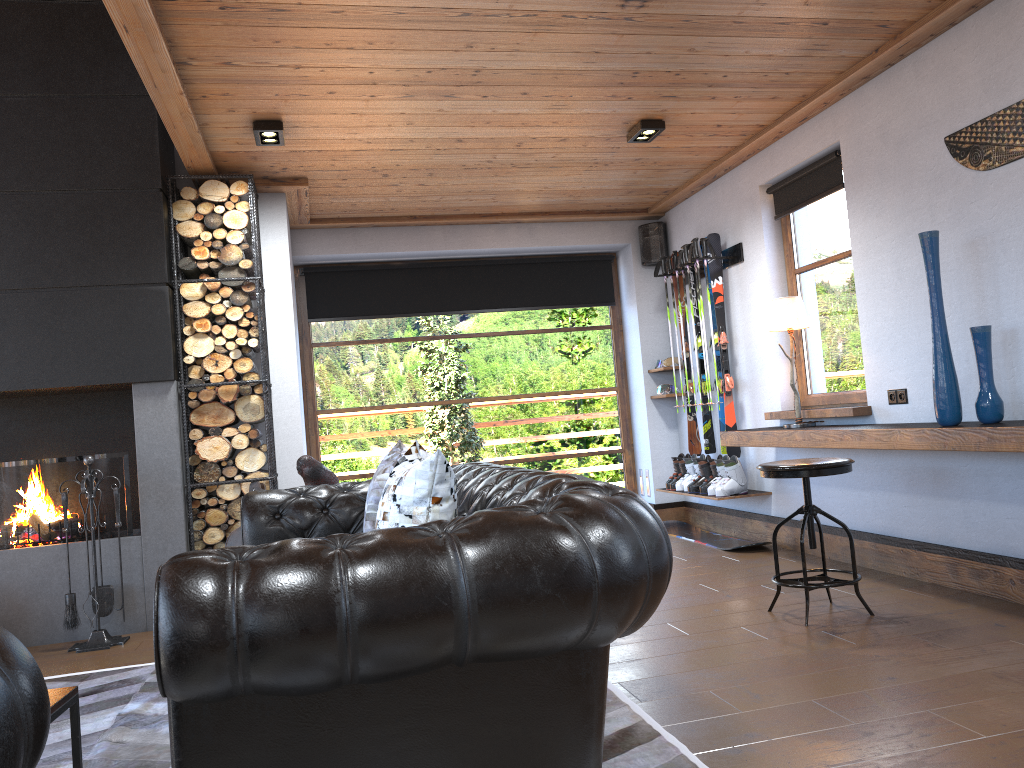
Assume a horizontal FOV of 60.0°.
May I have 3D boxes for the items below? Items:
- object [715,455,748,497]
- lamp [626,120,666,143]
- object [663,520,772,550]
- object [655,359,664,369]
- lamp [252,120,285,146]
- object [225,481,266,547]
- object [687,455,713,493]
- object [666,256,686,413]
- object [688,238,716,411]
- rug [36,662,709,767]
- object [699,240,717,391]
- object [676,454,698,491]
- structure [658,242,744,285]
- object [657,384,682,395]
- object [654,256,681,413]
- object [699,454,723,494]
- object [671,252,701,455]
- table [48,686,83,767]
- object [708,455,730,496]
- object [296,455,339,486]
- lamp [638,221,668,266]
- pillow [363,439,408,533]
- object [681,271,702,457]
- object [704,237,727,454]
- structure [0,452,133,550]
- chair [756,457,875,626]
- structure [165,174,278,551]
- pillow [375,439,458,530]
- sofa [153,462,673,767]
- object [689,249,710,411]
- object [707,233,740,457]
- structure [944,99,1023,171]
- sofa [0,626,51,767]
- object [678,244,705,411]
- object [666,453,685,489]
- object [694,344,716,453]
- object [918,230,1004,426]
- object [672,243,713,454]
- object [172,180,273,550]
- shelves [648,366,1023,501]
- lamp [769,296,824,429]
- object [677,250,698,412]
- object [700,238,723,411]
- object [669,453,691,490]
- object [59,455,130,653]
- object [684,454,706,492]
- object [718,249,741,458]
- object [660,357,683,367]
[{"bbox_3d":[1.508,0.633,6.139,0.253,0.271,0.115,-4,-3,-18],"label":"object"},{"bbox_3d":[0.800,-1.520,5.312,0.156,0.068,0.259,-4,-3,-13],"label":"lamp"},{"bbox_3d":[1.469,1.127,6.629,0.309,0.065,1.614,-4,-2,-13],"label":"object"},{"bbox_3d":[1.294,-0.171,7.530,0.161,0.084,0.188,-4,-3,-14],"label":"object"},{"bbox_3d":[-1.313,-1.361,4.790,0.156,0.068,0.259,-4,-3,-13],"label":"lamp"},{"bbox_3d":[-1.511,0.960,5.124,0.270,0.795,0.260,-3,-3,-30],"label":"object"},{"bbox_3d":[1.414,0.659,6.555,0.251,0.271,0.117,-5,-3,7],"label":"object"},{"bbox_3d":[1.289,-0.392,7.032,0.059,1.250,0.119,-3,-4,-31],"label":"object"},{"bbox_3d":[1.352,-0.425,6.368,0.119,1.250,0.060,-8,-4,44],"label":"object"},{"bbox_3d":[-0.688,1.136,2.390,2.445,0.053,4.020,-4,-2,-12],"label":"rug"},{"bbox_3d":[1.521,-0.289,6.632,0.112,1.623,0.072,-4,-3,-14],"label":"object"},{"bbox_3d":[1.365,0.674,6.798,0.252,0.271,0.116,-4,-3,-8],"label":"object"},{"bbox_3d":[1.385,-0.891,6.722,0.321,0.135,1.044,-4,-3,-13],"label":"structure"},{"bbox_3d":[1.329,0.043,7.440,0.186,0.084,0.354,-6,-3,23],"label":"object"},{"bbox_3d":[1.225,-0.388,6.980,0.122,1.250,0.058,-3,-4,-31],"label":"object"},{"bbox_3d":[1.473,0.649,6.432,0.251,0.271,0.116,-5,-3,2],"label":"object"},{"bbox_3d":[1.381,-0.246,6.968,0.116,1.607,0.094,-4,-3,-13],"label":"object"},{"bbox_3d":[-1.372,1.028,2.152,0.401,0.350,0.647,-5,-3,-8],"label":"table"},{"bbox_3d":[1.482,0.641,6.262,0.253,0.271,0.115,-4,-3,-18],"label":"object"},{"bbox_3d":[-0.971,0.513,4.493,0.148,0.319,0.250,-6,-3,28],"label":"object"},{"bbox_3d":[1.210,-1.191,7.563,0.215,0.349,0.212,-4,-3,-13],"label":"lamp"},{"bbox_3d":[-0.458,0.458,3.538,0.284,0.469,0.526,-4,-3,-10],"label":"pillow"},{"bbox_3d":[1.373,-0.227,7.064,0.116,1.607,0.094,-4,-3,-13],"label":"object"},{"bbox_3d":[1.526,-0.293,6.557,0.112,1.623,0.072,-4,-3,-14],"label":"object"},{"bbox_3d":[-2.714,0.689,5.040,0.988,0.515,0.182,-4,-3,-14],"label":"structure"},{"bbox_3d":[1.387,0.712,4.096,0.443,0.717,0.439,-4,-3,-9],"label":"chair"},{"bbox_3d":[-1.744,0.071,5.452,0.505,2.618,0.508,-4,-3,-13],"label":"structure"},{"bbox_3d":[-0.315,0.418,2.878,0.284,0.469,0.526,-4,-3,-10],"label":"pillow"},{"bbox_3d":[-0.379,0.743,3.041,1.247,0.839,2.549,-4,-3,-13],"label":"sofa"},{"bbox_3d":[1.387,-0.419,6.578,0.059,1.250,0.119,-3,-4,-31],"label":"object"},{"bbox_3d":[1.522,-0.286,6.318,0.116,1.607,0.094,-4,-3,-13],"label":"object"},{"bbox_3d":[2.157,-1.088,3.594,0.099,0.240,1.240,-4,-3,-12],"label":"structure"},{"bbox_3d":[-1.808,0.758,0.509,2.581,0.839,1.231,-4,-3,-14],"label":"sofa"},{"bbox_3d":[1.321,-0.414,6.576,0.119,1.250,0.059,-7,-4,34],"label":"object"},{"bbox_3d":[1.316,0.688,7.032,0.254,0.271,0.115,-4,-3,-23],"label":"object"},{"bbox_3d":[1.444,-0.274,6.841,0.112,1.623,0.072,-4,-3,-14],"label":"object"},{"bbox_3d":[1.958,-0.252,3.878,0.271,0.863,0.112,-7,-4,32],"label":"object"},{"bbox_3d":[1.378,-0.271,6.758,0.256,1.623,0.103,-4,-3,-17],"label":"object"},{"bbox_3d":[-1.752,0.078,5.460,0.496,2.613,0.463,-4,-3,-13],"label":"object"},{"bbox_3d":[1.998,0.170,4.359,0.615,0.989,6.603,-4,-3,-12],"label":"shelves"},{"bbox_3d":[1.933,0.199,5.422,0.635,1.482,0.245,-4,-3,-10],"label":"lamp"},{"bbox_3d":[1.338,-0.405,6.805,0.059,1.250,0.119,-3,-4,-31],"label":"object"},{"bbox_3d":[1.453,-0.435,6.335,0.119,1.250,0.060,-7,-4,39],"label":"object"},{"bbox_3d":[1.339,0.681,6.917,0.252,0.271,0.116,-4,-3,-8],"label":"object"},{"bbox_3d":[-2.242,0.890,4.755,0.304,1.018,0.311,-7,-4,32],"label":"object"},{"bbox_3d":[1.405,0.665,6.684,0.252,0.271,0.116,-4,-3,-8],"label":"object"},{"bbox_3d":[1.513,-0.267,6.414,0.116,1.607,0.094,-4,-3,-13],"label":"object"},{"bbox_3d":[1.332,-0.181,7.357,0.191,0.084,0.159,-4,-3,-14],"label":"object"}]
